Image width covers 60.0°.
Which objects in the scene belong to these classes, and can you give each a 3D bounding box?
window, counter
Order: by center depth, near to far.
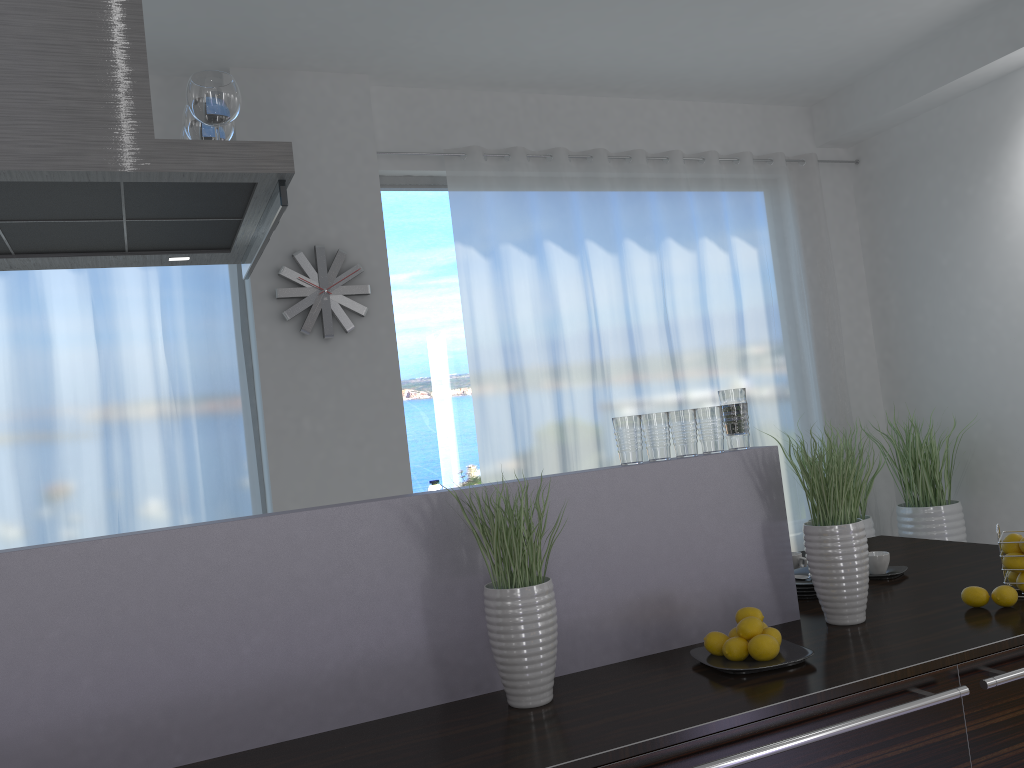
[{"bbox_3d":[0.186,0.867,2.208,3.291,1.300,1.302,-5,-3,-23],"label":"counter"},{"bbox_3d":[-2.789,0.212,4.293,3.000,2.500,0.100,-5,-3,-23],"label":"window"},{"bbox_3d":[0.650,-0.102,5.757,3.000,2.500,0.100,-5,-3,-23],"label":"window"}]

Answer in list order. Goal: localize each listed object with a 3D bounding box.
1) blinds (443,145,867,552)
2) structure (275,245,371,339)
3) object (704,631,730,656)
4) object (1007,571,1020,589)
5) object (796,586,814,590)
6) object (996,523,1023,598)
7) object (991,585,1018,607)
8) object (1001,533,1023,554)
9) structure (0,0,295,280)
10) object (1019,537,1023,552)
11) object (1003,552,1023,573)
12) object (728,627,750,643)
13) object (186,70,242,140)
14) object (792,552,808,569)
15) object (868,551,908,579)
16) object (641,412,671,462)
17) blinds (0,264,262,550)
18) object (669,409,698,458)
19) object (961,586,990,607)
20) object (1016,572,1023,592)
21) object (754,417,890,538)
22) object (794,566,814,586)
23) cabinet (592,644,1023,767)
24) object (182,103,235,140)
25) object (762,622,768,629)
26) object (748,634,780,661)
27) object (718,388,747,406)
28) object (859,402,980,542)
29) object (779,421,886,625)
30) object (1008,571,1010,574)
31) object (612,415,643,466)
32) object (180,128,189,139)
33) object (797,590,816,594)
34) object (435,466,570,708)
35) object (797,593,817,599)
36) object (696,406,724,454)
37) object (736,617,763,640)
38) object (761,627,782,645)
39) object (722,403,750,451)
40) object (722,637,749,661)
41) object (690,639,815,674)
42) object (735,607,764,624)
[{"bbox_3d":[1.081,0.033,5.679,2.830,3.112,0.120,-5,-3,-23],"label":"blinds"},{"bbox_3d":[-1.005,-0.494,4.740,0.505,0.505,0.076,-5,-3,-23],"label":"structure"},{"bbox_3d":[0.460,0.581,1.981,0.061,0.054,0.052,-8,-3,24],"label":"object"},{"bbox_3d":[1.318,0.506,2.297,0.061,0.053,0.053,-8,-3,19],"label":"object"},{"bbox_3d":[0.873,0.575,2.583,0.232,0.020,0.232,-5,-3,-19],"label":"object"},{"bbox_3d":[1.372,0.441,2.276,0.207,0.174,0.189,-8,-4,32],"label":"object"},{"bbox_3d":[1.201,0.517,2.160,0.063,0.051,0.053,-5,-3,-19],"label":"object"},{"bbox_3d":[1.291,0.415,2.281,0.052,0.060,0.057,-4,-4,-35],"label":"object"},{"bbox_3d":[-1.163,-0.930,2.204,0.981,1.231,0.915,-5,-3,-23],"label":"structure"},{"bbox_3d":[1.313,0.406,2.234,0.063,0.051,0.053,-8,-3,24],"label":"object"},{"bbox_3d":[1.283,0.454,2.253,0.063,0.051,0.053,-9,-4,36],"label":"object"},{"bbox_3d":[0.518,0.575,1.991,0.057,0.060,0.071,-5,-3,-21],"label":"object"},{"bbox_3d":[-0.696,-0.611,2.089,0.125,0.221,0.125,-7,-3,2],"label":"object"},{"bbox_3d":[0.898,0.584,2.865,0.153,0.069,0.153,-7,-3,10],"label":"object"},{"bbox_3d":[1.111,0.550,2.697,0.153,0.069,0.153,-9,-4,40],"label":"object"},{"bbox_3d":[0.363,0.132,2.218,0.072,0.119,0.071,-7,-3,17],"label":"object"},{"bbox_3d":[-2.831,0.390,4.014,3.245,3.112,0.120,-5,-3,-23],"label":"blinds"},{"bbox_3d":[0.437,0.126,2.249,0.072,0.119,0.071,-7,-3,17],"label":"object"},{"bbox_3d":[1.144,0.525,2.188,0.063,0.051,0.053,-9,-4,36],"label":"object"},{"bbox_3d":[1.305,0.498,2.241,0.060,0.057,0.052,-5,-3,-21],"label":"object"},{"bbox_3d":[2.022,0.814,5.405,0.713,1.334,0.656,-5,-3,-23],"label":"object"},{"bbox_3d":[0.678,0.524,2.593,0.646,0.147,0.269,-7,-3,2],"label":"object"},{"bbox_3d":[0.214,1.088,2.185,3.285,0.852,1.377,-5,-3,-23],"label":"cabinet"},{"bbox_3d":[-0.758,-0.596,2.233,0.125,0.221,0.125,-7,-3,2],"label":"object"},{"bbox_3d":[0.562,0.567,2.020,0.051,0.053,0.063,-7,-3,17],"label":"object"},{"bbox_3d":[0.540,0.567,1.905,0.070,0.058,0.060,-5,-3,-24],"label":"object"},{"bbox_3d":[0.580,0.074,2.315,0.072,0.119,0.071,-7,-3,17],"label":"object"},{"bbox_3d":[2.616,0.762,5.692,0.656,1.334,0.713,-4,-4,-38],"label":"object"},{"bbox_3d":[0.820,0.335,2.197,0.247,0.502,0.269,-8,-3,20],"label":"object"},{"bbox_3d":[1.344,0.505,2.351,0.053,0.053,0.061,-8,-3,22],"label":"object"},{"bbox_3d":[0.289,0.139,2.186,0.071,0.119,0.072,-8,-3,27],"label":"object"},{"bbox_3d":[-0.814,-0.583,2.369,0.125,0.221,0.125,-7,-3,2],"label":"object"},{"bbox_3d":[0.874,0.585,2.583,0.232,0.020,0.232,-6,-3,-14],"label":"object"},{"bbox_3d":[0.014,0.407,1.828,0.269,0.502,0.247,-5,-3,-23],"label":"object"},{"bbox_3d":[0.875,0.595,2.582,0.232,0.020,0.232,-6,-3,-14],"label":"object"},{"bbox_3d":[0.511,0.119,2.281,0.072,0.119,0.071,-7,-3,17],"label":"object"},{"bbox_3d":[0.524,0.537,1.952,0.061,0.047,0.053,-5,-3,-20],"label":"object"},{"bbox_3d":[0.569,0.568,1.963,0.052,0.054,0.061,-10,-4,44],"label":"object"},{"bbox_3d":[0.585,0.112,2.312,0.072,0.119,0.071,-7,-3,17],"label":"object"},{"bbox_3d":[0.489,0.578,1.933,0.063,0.051,0.053,-5,-3,-19],"label":"object"},{"bbox_3d":[0.526,0.599,1.952,0.232,0.020,0.232,-6,-3,-14],"label":"object"},{"bbox_3d":[0.537,0.528,2.003,0.063,0.048,0.053,-9,-4,33],"label":"object"}]
